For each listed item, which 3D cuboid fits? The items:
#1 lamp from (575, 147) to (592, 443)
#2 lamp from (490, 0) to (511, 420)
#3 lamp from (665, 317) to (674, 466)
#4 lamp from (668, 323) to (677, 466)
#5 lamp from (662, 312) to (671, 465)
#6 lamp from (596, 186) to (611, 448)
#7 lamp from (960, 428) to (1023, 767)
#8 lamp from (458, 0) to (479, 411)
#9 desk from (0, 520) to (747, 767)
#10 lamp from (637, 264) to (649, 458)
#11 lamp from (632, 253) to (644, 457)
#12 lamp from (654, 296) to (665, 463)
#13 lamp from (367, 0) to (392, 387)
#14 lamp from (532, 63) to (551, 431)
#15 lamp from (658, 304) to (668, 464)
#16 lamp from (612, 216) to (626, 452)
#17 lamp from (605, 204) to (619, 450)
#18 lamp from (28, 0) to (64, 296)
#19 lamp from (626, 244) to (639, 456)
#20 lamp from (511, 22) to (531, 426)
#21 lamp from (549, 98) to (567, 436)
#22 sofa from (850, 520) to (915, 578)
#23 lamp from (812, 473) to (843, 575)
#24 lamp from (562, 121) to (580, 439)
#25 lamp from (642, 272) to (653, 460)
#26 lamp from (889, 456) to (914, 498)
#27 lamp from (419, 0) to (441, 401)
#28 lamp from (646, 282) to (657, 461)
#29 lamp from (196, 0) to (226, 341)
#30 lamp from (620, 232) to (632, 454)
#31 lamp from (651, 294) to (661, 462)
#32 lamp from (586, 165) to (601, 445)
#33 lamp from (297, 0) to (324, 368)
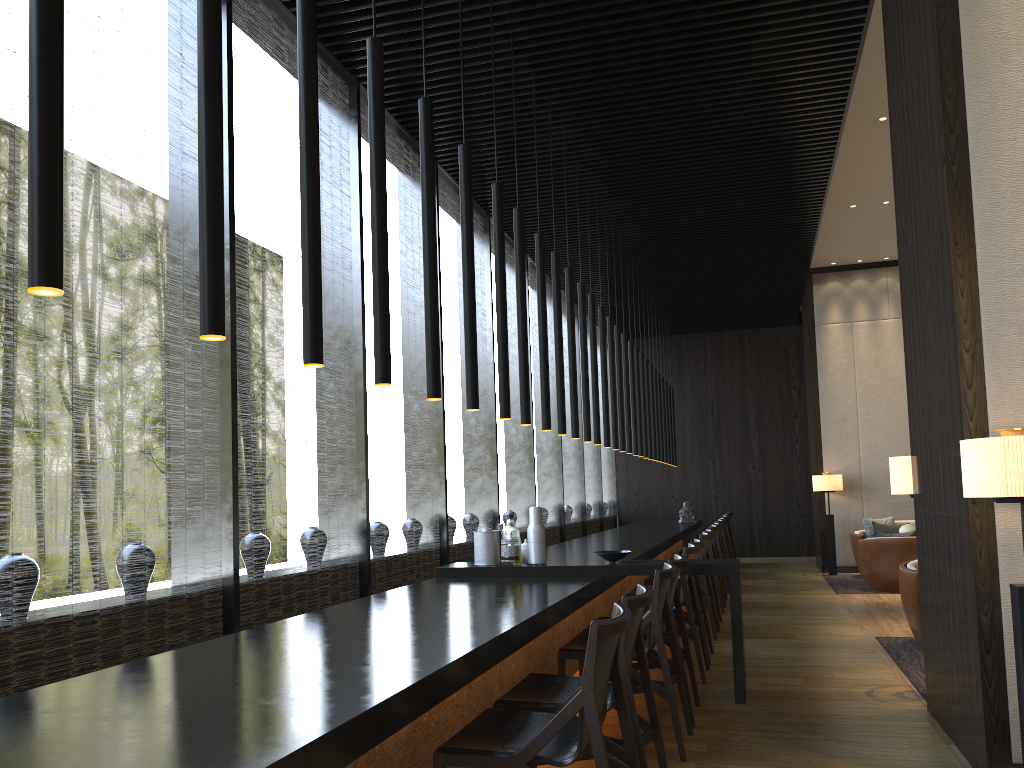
[{"bbox_3d":[0.551,-0.746,7.011,0.060,2.410,0.060,-3,-4,10],"label":"lamp"},{"bbox_3d":[-0.076,-1.015,4.739,0.060,2.410,0.060,-3,-4,10],"label":"lamp"},{"bbox_3d":[2.472,0.077,13.958,0.060,2.410,0.060,-3,-4,10],"label":"lamp"},{"bbox_3d":[2.609,0.136,14.456,0.060,2.410,0.060,-3,-4,10],"label":"lamp"},{"bbox_3d":[2.336,0.020,13.469,0.060,2.410,0.060,-3,-4,10],"label":"lamp"},{"bbox_3d":[0.803,-0.638,7.922,0.060,2.410,0.060,-3,-4,20],"label":"lamp"},{"bbox_3d":[1.837,0.832,3.130,0.375,1.345,0.376,-2,-4,5],"label":"lamp"},{"bbox_3d":[-0.223,-1.078,4.209,0.060,2.410,0.060,-3,-4,10],"label":"lamp"},{"bbox_3d":[-0.852,0.888,0.540,1.781,0.756,28.859,-4,-8,15],"label":"desk"},{"bbox_3d":[1.560,-0.313,10.662,0.060,2.410,0.060,-3,-4,10],"label":"lamp"},{"bbox_3d":[1.435,-0.367,10.207,0.060,2.410,0.060,-3,-4,10],"label":"lamp"},{"bbox_3d":[2.069,-0.095,12.500,0.060,2.410,0.060,-3,-4,10],"label":"lamp"},{"bbox_3d":[-0.497,-1.195,3.217,0.060,2.410,0.060,-3,-4,10],"label":"lamp"},{"bbox_3d":[0.177,-0.906,5.657,0.060,2.410,0.060,-3,-4,10],"label":"lamp"},{"bbox_3d":[2.204,-0.037,12.989,0.060,2.410,0.060,-3,-4,10],"label":"lamp"},{"bbox_3d":[1.051,-0.531,8.819,0.060,2.410,0.060,-3,-4,20],"label":"lamp"},{"bbox_3d":[0.930,-0.583,8.382,0.060,2.410,0.060,-3,-4,10],"label":"lamp"},{"bbox_3d":[-0.908,-1.371,1.730,0.060,2.410,0.060,-3,-4,10],"label":"lamp"},{"bbox_3d":[1.314,-0.419,9.771,0.060,2.410,0.060,-3,-4,20],"label":"lamp"},{"bbox_3d":[0.038,-0.966,5.154,0.060,2.410,0.060,-3,-4,10],"label":"lamp"},{"bbox_3d":[0.301,-0.853,6.105,0.060,2.410,0.060,-3,-4,10],"label":"lamp"},{"bbox_3d":[5.072,2.089,11.244,1.450,0.690,0.605,-4,-6,15],"label":"sofa"},{"bbox_3d":[4.215,1.852,11.735,0.376,1.345,0.375,-6,-6,45],"label":"lamp"},{"bbox_3d":[0.422,-0.801,6.544,0.060,2.410,0.060,-3,-4,10],"label":"lamp"},{"bbox_3d":[1.684,-0.260,11.107,0.060,2.410,0.060,-3,-4,10],"label":"lamp"},{"bbox_3d":[2.318,1.038,4.870,0.376,1.345,0.375,-6,-6,45],"label":"lamp"},{"bbox_3d":[-0.360,-1.136,3.712,0.060,2.410,0.060,-3,-4,10],"label":"lamp"},{"bbox_3d":[1.816,-0.204,11.587,0.060,2.410,0.060,-3,-4,10],"label":"lamp"},{"bbox_3d":[-0.768,-1.311,2.235,0.060,2.410,0.060,-3,-4,10],"label":"lamp"},{"bbox_3d":[1.183,-0.475,9.295,0.060,2.410,0.060,-3,-4,10],"label":"lamp"},{"bbox_3d":[1.941,-0.150,12.039,0.060,2.410,0.060,-3,-4,10],"label":"lamp"},{"bbox_3d":[0.670,-0.695,7.440,0.060,2.410,0.060,-3,-4,10],"label":"lamp"},{"bbox_3d":[-0.633,-1.254,2.724,0.060,2.410,0.060,-3,-4,10],"label":"lamp"}]
